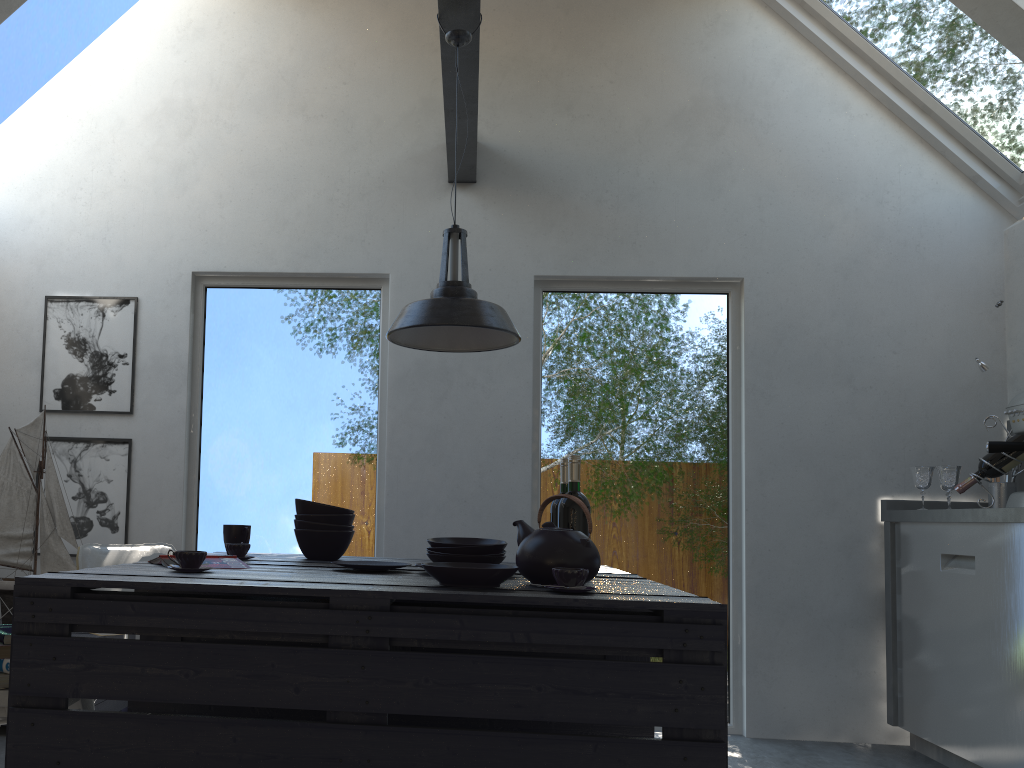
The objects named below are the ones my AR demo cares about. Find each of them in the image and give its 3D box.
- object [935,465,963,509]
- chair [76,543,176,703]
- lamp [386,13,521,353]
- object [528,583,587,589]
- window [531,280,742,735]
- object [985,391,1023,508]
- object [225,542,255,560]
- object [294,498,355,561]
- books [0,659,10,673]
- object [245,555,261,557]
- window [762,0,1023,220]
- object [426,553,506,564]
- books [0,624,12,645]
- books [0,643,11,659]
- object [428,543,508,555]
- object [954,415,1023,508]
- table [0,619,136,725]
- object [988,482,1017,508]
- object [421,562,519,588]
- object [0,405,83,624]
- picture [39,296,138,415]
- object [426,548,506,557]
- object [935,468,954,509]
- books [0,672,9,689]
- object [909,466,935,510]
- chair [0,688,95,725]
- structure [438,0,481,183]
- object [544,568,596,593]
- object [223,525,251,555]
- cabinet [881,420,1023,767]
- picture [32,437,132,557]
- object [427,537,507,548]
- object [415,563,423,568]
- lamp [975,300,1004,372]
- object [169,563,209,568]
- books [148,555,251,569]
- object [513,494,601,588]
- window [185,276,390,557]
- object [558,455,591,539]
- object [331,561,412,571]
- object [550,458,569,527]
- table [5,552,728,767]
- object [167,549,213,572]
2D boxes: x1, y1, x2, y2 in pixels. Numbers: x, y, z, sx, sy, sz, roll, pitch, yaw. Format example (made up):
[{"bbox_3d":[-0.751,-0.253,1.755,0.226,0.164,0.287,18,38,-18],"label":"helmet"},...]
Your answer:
[{"bbox_3d":[1.857,0.444,3.712,0.103,0.190,0.094,-1,-5,24],"label":"object"},{"bbox_3d":[-1.167,0.993,3.125,0.818,0.813,0.661,-2,-7,31],"label":"chair"},{"bbox_3d":[-0.180,-0.682,2.822,0.433,1.089,0.432,1,-5,1],"label":"lamp"},{"bbox_3d":[0.099,0.454,1.951,0.136,0.013,0.027,-1,-8,15],"label":"object"},{"bbox_3d":[0.579,0.562,4.169,0.993,2.114,0.059,1,-4,4],"label":"window"},{"bbox_3d":[2.025,0.217,3.207,0.430,0.497,0.359,1,-6,1],"label":"object"},{"bbox_3d":[-0.901,0.550,2.876,0.114,0.056,0.120,3,-8,-12],"label":"object"},{"bbox_3d":[-0.661,0.514,3.084,0.216,0.212,0.193,1,-6,2],"label":"object"},{"bbox_3d":[-1.296,0.717,2.299,0.301,0.033,0.188,-4,-10,32],"label":"books"},{"bbox_3d":[-0.861,0.569,2.881,0.140,0.013,0.026,-5,-10,38],"label":"object"},{"bbox_3d":[1.720,-1.494,3.726,1.496,1.387,0.832,1,-5,3],"label":"window"},{"bbox_3d":[-0.132,0.510,2.499,0.244,0.047,0.217,-6,-12,41],"label":"object"},{"bbox_3d":[-1.294,0.657,2.304,0.136,0.025,0.218,10,-12,-42],"label":"books"},{"bbox_3d":[-1.296,0.685,2.306,0.165,0.032,0.271,9,-11,-38],"label":"books"},{"bbox_3d":[-0.127,0.482,2.500,0.232,0.062,0.228,1,-9,5],"label":"object"},{"bbox_3d":[1.999,0.323,3.571,0.350,0.391,0.222,-2,-6,30],"label":"object"},{"bbox_3d":[-2.207,1.280,3.862,0.933,0.412,0.525,1,-7,3],"label":"table"},{"bbox_3d":[2.125,0.493,3.790,0.113,0.131,0.101,-4,-8,42],"label":"object"},{"bbox_3d":[-0.099,0.447,2.043,0.244,0.047,0.217,-6,-12,41],"label":"object"},{"bbox_3d":[-2.199,0.578,3.830,0.797,0.984,0.140,1,-4,4],"label":"object"},{"bbox_3d":[-2.091,-0.144,4.327,0.476,0.580,0.025,1,-4,4],"label":"picture"},{"bbox_3d":[-0.131,0.495,2.498,0.233,0.062,0.227,1,-9,5],"label":"object"},{"bbox_3d":[1.915,0.466,3.839,0.094,0.190,0.104,4,-6,-28],"label":"object"},{"bbox_3d":[-1.296,0.751,2.296,0.187,0.035,0.303,10,-12,-42],"label":"books"},{"bbox_3d":[1.783,0.455,3.796,0.098,0.190,0.100,2,-5,-5],"label":"object"},{"bbox_3d":[-1.315,1.019,2.272,0.435,0.501,0.426,2,-6,-4],"label":"chair"},{"bbox_3d":[-0.225,-1.127,3.949,0.136,0.207,2.540,2,-9,-3],"label":"structure"},{"bbox_3d":[0.131,0.442,1.976,0.115,0.056,0.118,3,-8,-7],"label":"object"},{"bbox_3d":[-1.004,0.568,3.184,0.099,0.109,0.132,2,-7,-9],"label":"object"},{"bbox_3d":[2.038,0.674,2.538,0.569,1.465,2.870,2,-8,-2],"label":"cabinet"},{"bbox_3d":[-2.100,0.553,4.280,0.476,0.580,0.025,1,-4,4],"label":"picture"},{"bbox_3d":[-0.131,0.471,2.507,0.230,0.058,0.230,2,-9,1],"label":"object"},{"bbox_3d":[-0.130,0.531,2.497,0.313,0.024,0.281,-4,-10,32],"label":"object"},{"bbox_3d":[2.122,-0.264,3.680,0.335,0.434,0.060,1,-4,4],"label":"lamp"},{"bbox_3d":[-0.842,0.475,2.278,0.029,0.013,0.126,-2,-10,25],"label":"object"},{"bbox_3d":[-0.902,0.508,2.518,0.212,0.030,0.323,7,-10,-32],"label":"books"},{"bbox_3d":[0.112,0.391,2.186,0.220,0.231,0.212,1,-6,3],"label":"object"},{"bbox_3d":[-1.105,0.528,4.293,0.993,2.114,0.059,1,-4,4],"label":"window"},{"bbox_3d":[0.174,0.371,2.444,0.097,0.342,0.086,-1,-5,34],"label":"object"},{"bbox_3d":[-0.407,0.528,2.533,0.238,0.019,0.233,1,-9,5],"label":"object"},{"bbox_3d":[0.158,0.391,2.573,0.097,0.342,0.086,-2,-5,39],"label":"object"},{"bbox_3d":[-0.363,0.946,2.591,1.515,0.791,1.610,2,-8,1],"label":"table"},{"bbox_3d":[-0.823,0.453,2.239,0.119,0.056,0.115,1,-8,8],"label":"object"}]
